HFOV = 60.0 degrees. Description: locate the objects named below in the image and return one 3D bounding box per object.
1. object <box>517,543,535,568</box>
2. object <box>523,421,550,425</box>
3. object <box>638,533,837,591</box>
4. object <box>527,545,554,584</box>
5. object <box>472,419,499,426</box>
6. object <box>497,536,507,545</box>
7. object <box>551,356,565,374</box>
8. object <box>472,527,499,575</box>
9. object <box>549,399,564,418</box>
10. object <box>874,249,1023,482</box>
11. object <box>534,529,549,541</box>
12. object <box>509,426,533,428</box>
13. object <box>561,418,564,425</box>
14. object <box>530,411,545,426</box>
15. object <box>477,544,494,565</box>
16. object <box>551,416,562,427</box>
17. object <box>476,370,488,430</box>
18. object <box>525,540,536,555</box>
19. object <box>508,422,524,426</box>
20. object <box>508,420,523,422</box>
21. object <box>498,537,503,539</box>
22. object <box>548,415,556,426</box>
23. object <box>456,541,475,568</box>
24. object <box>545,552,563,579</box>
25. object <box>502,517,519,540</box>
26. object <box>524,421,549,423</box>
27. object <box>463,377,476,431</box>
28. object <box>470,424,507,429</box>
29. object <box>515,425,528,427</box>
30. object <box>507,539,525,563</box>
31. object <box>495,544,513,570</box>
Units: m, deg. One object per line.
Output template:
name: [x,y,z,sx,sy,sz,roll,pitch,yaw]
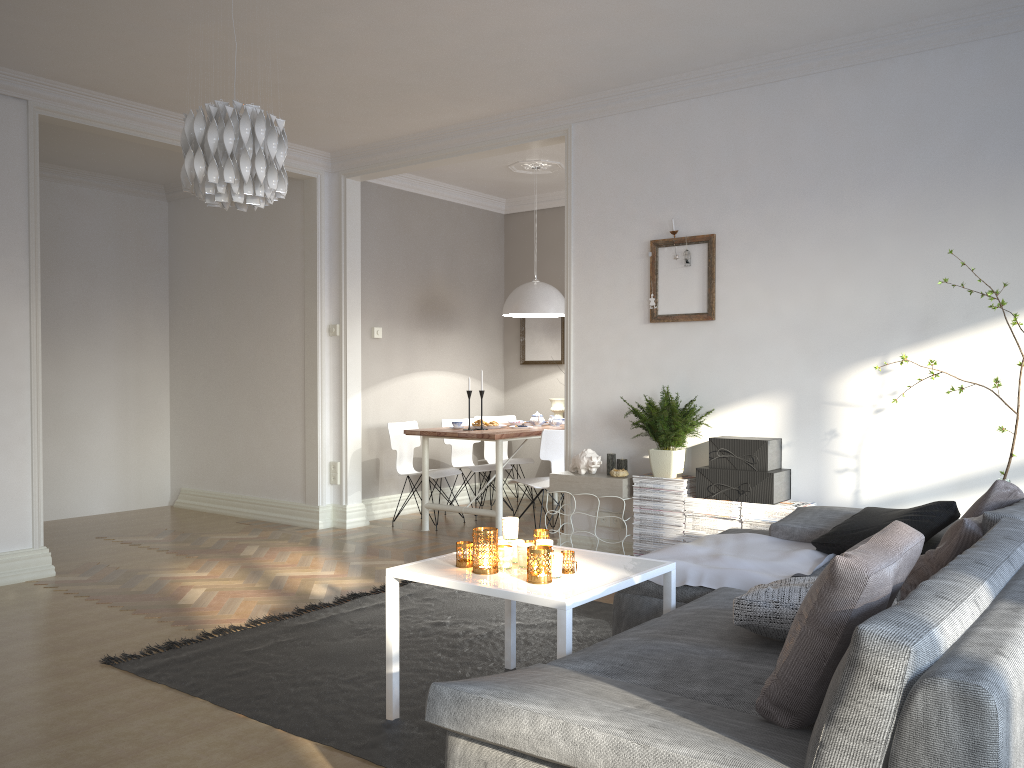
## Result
object: [0.046,0.573,2.960,0.060,0.073,0.060,0,1,-7]
object: [0.197,0.320,7.219,0.287,0.020,0.287,0,0,10]
object: [0.867,0.858,3.495,0.725,0.437,0.811,1,1,36]
object: [0.085,0.559,2.744,0.080,0.104,0.080,1,1,27]
object: [-0.208,0.298,6.751,0.197,0.063,0.188,0,1,7]
object: [-0.021,0.572,3.088,0.060,0.073,0.060,0,1,17]
object: [0.672,-0.063,7.625,0.698,0.781,0.352,0,1,19]
object: [-0.088,0.540,2.877,0.090,0.140,0.087,0,1,8]
object: [0.478,0.211,7.829,0.310,0.228,0.172,0,1,-10]
object: [1.912,-0.046,3.706,0.776,1.675,0.340,0,1,-3]
object: [0.106,0.568,3.205,0.060,0.079,0.060,1,1,31]
object: [0.068,0.327,6.721,0.180,0.014,0.180,0,0,2]
object: [0.412,0.302,7.190,0.116,0.056,0.116,0,1,10]
object: [0.200,0.273,6.972,0.143,0.119,0.124,1,1,42]
object: [-0.089,0.573,2.950,0.060,0.073,0.060,1,1,26]
object: [0.350,0.289,6.949,0.090,0.086,0.090,0,1,-8]
object: [-0.222,0.112,6.501,0.095,0.449,0.095,1,2,33]
object: [0.063,0.579,3.093,0.052,0.058,0.050,0,1,7]
object: [0.032,0.313,6.898,0.129,0.038,0.129,0,1,37]
object: [0.025,0.312,7.066,0.129,0.038,0.129,1,1,42]
object: [-0.021,0.569,3.088,0.056,0.066,0.056,0,1,-1]
object: [0.326,0.289,7.046,0.072,0.086,0.086,0,1,2]
object: [-0.158,0.569,2.963,0.060,0.079,0.060,1,1,27]
object: [0.131,0.574,2.803,0.060,0.073,0.060,0,1,-1]
object: [-0.006,0.499,3.058,0.060,0.073,0.060,-1,1,-37]
object: [0.196,0.316,7.224,0.201,0.022,0.194,0,1,-33]
object: [-0.310,0.138,6.437,0.095,0.396,0.095,1,2,33]
object: [-0.184,0.324,6.747,0.287,0.020,0.287,0,1,25]
object: [0.067,0.323,6.709,0.100,0.025,0.066,0,1,14]
object: [0.014,0.572,3.031,0.060,0.073,0.060,0,1,17]
object: [-0.026,0.573,2.933,0.060,0.073,0.060,1,1,26]
